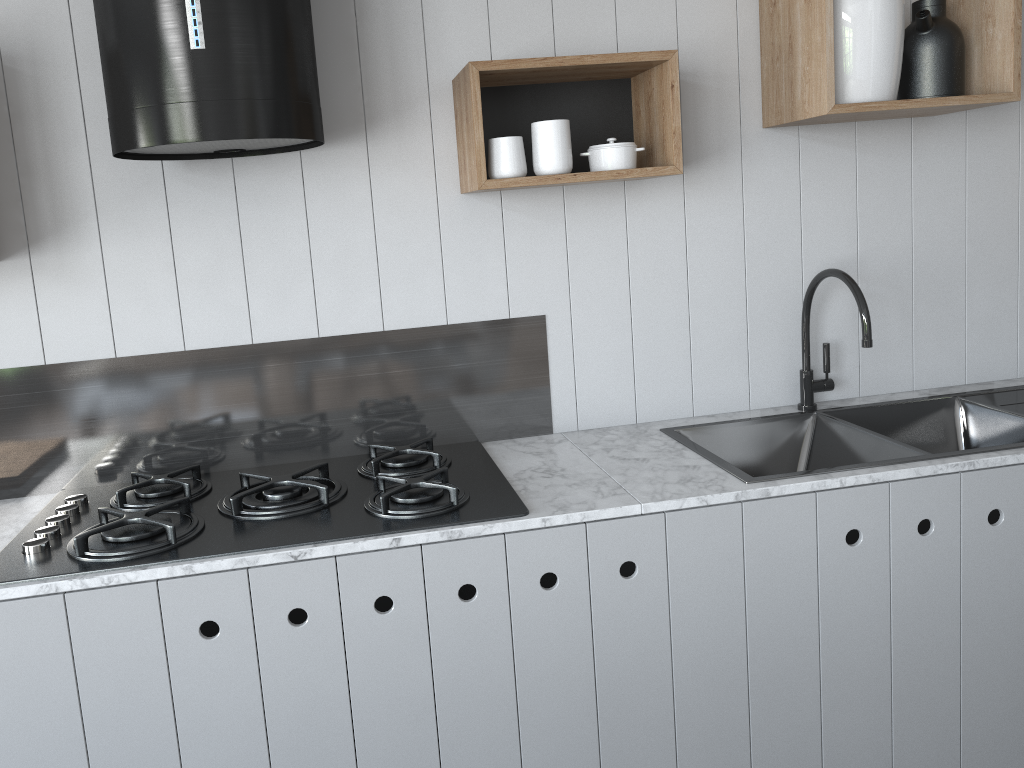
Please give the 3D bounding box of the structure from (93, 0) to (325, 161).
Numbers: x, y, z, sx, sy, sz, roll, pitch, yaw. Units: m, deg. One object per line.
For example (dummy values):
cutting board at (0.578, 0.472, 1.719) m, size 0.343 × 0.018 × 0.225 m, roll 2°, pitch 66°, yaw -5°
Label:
structure at (-0.618, -0.899, 1.729) m, size 0.426 × 0.862 × 0.406 m, roll 2°, pitch 11°, yaw 36°

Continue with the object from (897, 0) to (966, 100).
object at (0.981, -0.777, 2.071) m, size 0.157 × 0.234 × 0.156 m, roll -6°, pitch 9°, yaw -12°

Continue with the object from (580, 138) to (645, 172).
object at (0.222, -0.507, 1.954) m, size 0.126 × 0.072 × 0.112 m, roll -11°, pitch 12°, yaw -30°

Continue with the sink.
sink at (0.985, 0.167, 2.018) m, size 1.167 × 0.165 × 0.460 m, roll -6°, pitch 11°, yaw -8°

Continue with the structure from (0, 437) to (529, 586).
structure at (-0.503, 0.223, 1.826) m, size 0.974 × 0.048 × 0.564 m, roll -6°, pitch 11°, yaw -9°

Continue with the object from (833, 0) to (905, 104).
object at (0.774, -0.786, 2.027) m, size 0.223 × 0.299 × 0.235 m, roll -11°, pitch 11°, yaw -36°

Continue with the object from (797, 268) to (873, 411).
object at (0.782, -0.089, 2.094) m, size 0.090 × 0.371 × 0.295 m, roll -6°, pitch 9°, yaw -11°

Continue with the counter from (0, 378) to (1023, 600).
counter at (0.373, 0.160, 1.952) m, size 6.073 × 0.020 × 0.589 m, roll -6°, pitch 11°, yaw -8°

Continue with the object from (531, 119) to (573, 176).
object at (0.086, -0.506, 1.904) m, size 0.085 × 0.115 × 0.087 m, roll -6°, pitch 9°, yaw -10°

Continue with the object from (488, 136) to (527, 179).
object at (-0.011, -0.482, 1.892) m, size 0.085 × 0.087 × 0.082 m, roll 0°, pitch 11°, yaw 26°

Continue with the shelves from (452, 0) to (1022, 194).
shelves at (0.190, -0.637, 1.959) m, size 3.547 × 0.791 × 0.305 m, roll -6°, pitch 9°, yaw -8°

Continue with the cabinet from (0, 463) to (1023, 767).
cabinet at (0.461, 0.590, 1.727) m, size 6.069 × 0.742 × 0.010 m, roll -6°, pitch 8°, yaw -8°
